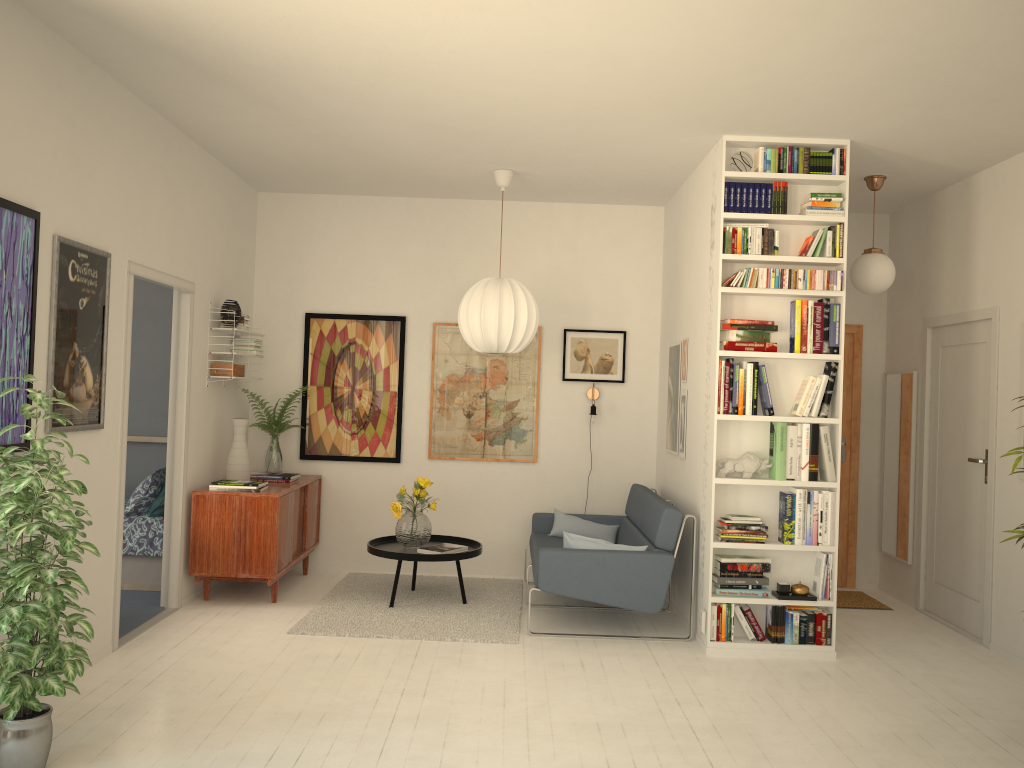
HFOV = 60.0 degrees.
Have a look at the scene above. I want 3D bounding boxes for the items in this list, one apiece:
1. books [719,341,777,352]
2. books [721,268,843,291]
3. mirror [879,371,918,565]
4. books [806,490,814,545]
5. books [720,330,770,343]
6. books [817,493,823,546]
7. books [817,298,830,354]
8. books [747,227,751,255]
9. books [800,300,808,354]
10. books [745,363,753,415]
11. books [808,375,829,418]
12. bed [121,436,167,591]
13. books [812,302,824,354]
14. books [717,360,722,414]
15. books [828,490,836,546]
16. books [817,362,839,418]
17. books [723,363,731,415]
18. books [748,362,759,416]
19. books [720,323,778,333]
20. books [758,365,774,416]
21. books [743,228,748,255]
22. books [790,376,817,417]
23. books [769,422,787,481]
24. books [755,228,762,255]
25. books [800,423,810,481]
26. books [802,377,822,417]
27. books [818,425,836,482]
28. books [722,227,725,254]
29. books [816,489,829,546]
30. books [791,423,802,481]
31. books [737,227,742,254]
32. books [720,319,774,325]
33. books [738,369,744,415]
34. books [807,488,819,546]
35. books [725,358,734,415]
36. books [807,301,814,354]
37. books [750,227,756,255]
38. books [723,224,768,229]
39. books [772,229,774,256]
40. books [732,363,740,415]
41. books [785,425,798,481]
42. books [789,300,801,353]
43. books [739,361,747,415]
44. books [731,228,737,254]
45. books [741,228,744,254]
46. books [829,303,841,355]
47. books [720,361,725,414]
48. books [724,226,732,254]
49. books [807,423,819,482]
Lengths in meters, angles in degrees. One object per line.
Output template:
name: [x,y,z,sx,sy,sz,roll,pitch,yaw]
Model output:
books: [1.333,-0.207,5.058,0.300,0.056,0.202,2,-1,0]
books: [1.511,-0.585,5.075,0.664,0.110,0.278,2,-1,0]
mirror: [2.842,0.595,6.534,0.029,1.370,0.500,2,-1,0]
books: [1.665,0.753,5.023,0.035,0.304,0.150,2,-1,0]
books: [1.333,-0.265,5.068,0.268,0.064,0.128,2,-1,-30]
books: [1.719,0.758,5.041,0.022,0.291,0.208,2,-1,0]
books: [1.767,-0.323,5.064,0.039,0.317,0.161,2,-1,0]
books: [1.330,-0.798,5.062,0.012,0.155,0.208,2,-1,0]
books: [1.644,-0.319,5.076,0.039,0.302,0.199,2,-1,0]
books: [1.330,0.031,5.052,0.032,0.291,0.189,2,-1,0]
books: [1.730,0.069,5.065,0.092,0.244,0.196,2,-1,0]
bed: [-3.048,0.878,6.352,1.656,0.974,0.933,2,-1,0]
books: [1.720,-0.311,5.064,0.059,0.291,0.182,2,-1,0]
books: [1.160,0.020,5.071,0.021,0.301,0.222,2,-1,0]
books: [1.785,0.755,5.061,0.039,0.303,0.229,2,-1,0]
books: [1.783,0.033,5.058,0.092,0.319,0.179,2,-1,0]
books: [1.203,0.027,5.058,0.032,0.291,0.203,2,-1,0]
books: [1.363,0.026,5.044,0.033,0.306,0.150,2,-1,0]
books: [1.337,-0.317,5.081,0.314,0.035,0.205,2,0,0]
books: [1.427,0.036,5.056,0.093,0.288,0.200,2,-1,0]
books: [1.312,-0.800,5.078,0.024,0.155,0.188,2,-1,0]
books: [1.650,0.071,5.035,0.115,0.232,0.133,2,-1,0]
books: [1.501,0.377,5.052,0.056,0.328,0.228,2,-1,0]
books: [1.383,-0.796,5.071,0.035,0.158,0.199,2,-1,0]
books: [1.639,0.383,5.060,0.037,0.324,0.240,2,-1,0]
books: [1.686,0.074,5.042,0.105,0.225,0.138,2,-1,0]
books: [1.765,0.392,5.062,0.099,0.316,0.229,2,-1,0]
books: [1.188,-0.803,5.089,0.019,0.156,0.205,2,-1,0]
books: [1.750,0.752,5.031,0.037,0.308,0.161,2,-1,0]
books: [1.606,0.383,5.074,0.023,0.321,0.235,2,-1,0]
books: [1.274,-0.799,5.062,0.023,0.152,0.199,2,-1,0]
books: [1.330,-0.346,5.074,0.266,0.026,0.203,2,0,-11]
books: [1.280,0.046,5.049,0.024,0.260,0.199,2,-1,0]
books: [1.695,0.750,5.055,0.025,0.305,0.213,2,-1,0]
books: [1.229,0.015,5.058,0.021,0.317,0.179,2,-1,0]
books: [1.676,-0.318,5.071,0.029,0.301,0.185,2,-1,0]
books: [1.351,-0.799,5.079,0.028,0.159,0.222,2,-1,0]
books: [1.326,-0.890,5.078,0.255,0.022,0.189,2,0,10]
books: [1.469,-0.794,5.067,0.016,0.158,0.146,2,-1,0]
books: [1.254,0.029,5.056,0.030,0.289,0.200,2,-1,0]
books: [1.562,0.390,5.056,0.065,0.311,0.199,2,-1,0]
books: [1.608,-0.323,5.082,0.032,0.300,0.200,2,-1,0]
books: [1.303,0.026,5.066,0.020,0.304,0.193,2,-1,0]
books: [1.247,-0.798,5.067,0.030,0.149,0.202,2,-1,0]
books: [1.292,-0.797,5.077,0.013,0.149,0.208,2,-1,0]
books: [1.814,-0.307,5.062,0.054,0.289,0.179,2,-1,0]
books: [1.178,0.021,5.065,0.015,0.301,0.207,2,-1,0]
books: [1.215,-0.804,5.064,0.034,0.162,0.197,2,-1,0]
books: [1.687,0.383,5.055,0.056,0.327,0.202,2,-1,0]
